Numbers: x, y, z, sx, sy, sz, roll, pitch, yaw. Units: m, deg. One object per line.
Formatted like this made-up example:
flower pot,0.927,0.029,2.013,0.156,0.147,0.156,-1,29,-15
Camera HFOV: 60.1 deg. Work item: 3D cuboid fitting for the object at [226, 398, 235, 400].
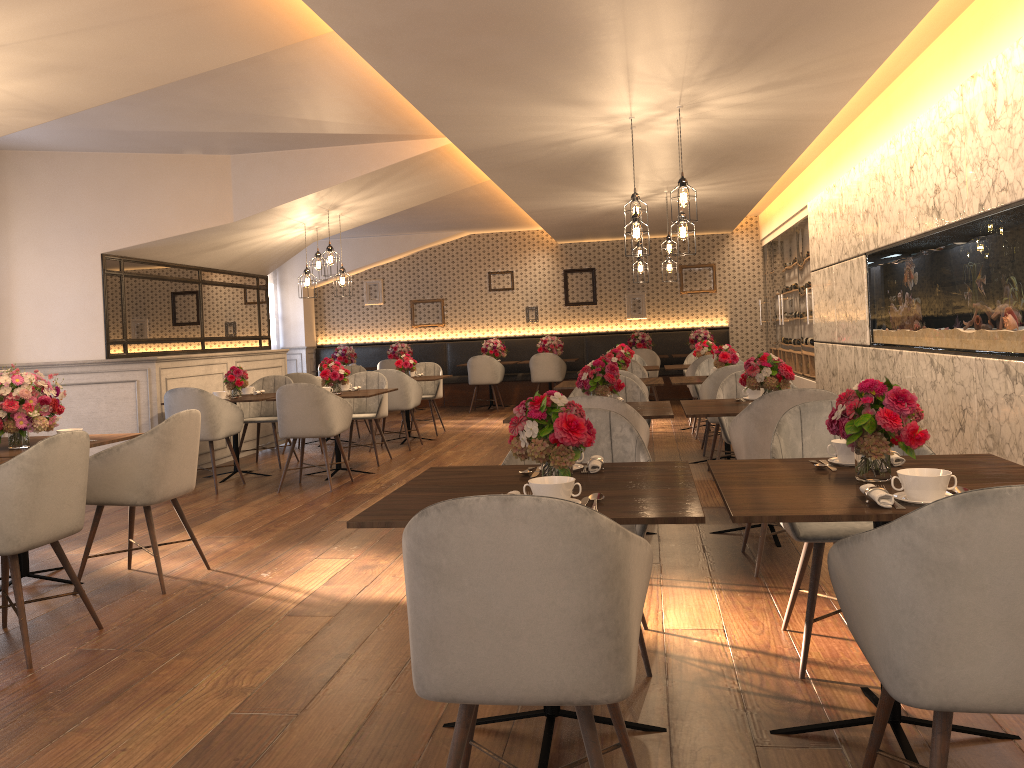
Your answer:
object,-2.454,0.132,7.713,0.022,0.004,0.211,-2,3,9

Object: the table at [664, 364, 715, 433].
table,2.186,0.151,9.934,0.896,0.721,0.898,-2,2,9

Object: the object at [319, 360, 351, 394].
object,-1.554,-0.066,7.815,0.234,0.301,0.306,-2,2,28

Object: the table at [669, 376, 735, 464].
table,1.813,0.309,7.484,0.896,0.721,0.898,-2,2,9

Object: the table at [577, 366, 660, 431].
table,1.238,0.187,10.078,0.896,0.721,0.898,-2,2,9

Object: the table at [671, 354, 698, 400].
table,2.951,-0.100,13.710,0.896,0.721,0.898,-2,2,9

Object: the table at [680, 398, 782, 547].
table,1.425,0.473,4.936,0.896,0.721,0.898,-2,2,9

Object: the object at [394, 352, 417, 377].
object,-1.205,-0.213,10.110,0.234,0.301,0.306,-2,2,28

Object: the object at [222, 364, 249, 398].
object,-2.483,-0.030,7.945,0.234,0.301,0.305,-3,2,-16

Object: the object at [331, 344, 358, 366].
object,-2.749,-0.452,14.497,0.420,0.425,0.405,-4,2,-39

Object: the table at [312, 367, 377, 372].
table,-2.688,0.113,14.570,0.896,0.721,0.898,-2,2,9

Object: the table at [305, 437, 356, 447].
table,-2.148,0.333,10.290,0.896,0.721,0.898,-2,2,9

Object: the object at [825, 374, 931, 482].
object,1.010,0.118,2.487,0.234,0.301,0.305,-3,2,-16

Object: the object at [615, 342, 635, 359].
object,1.255,-0.328,10.112,0.305,0.301,0.234,-3,1,-14

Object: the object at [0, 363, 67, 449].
object,-2.481,0.108,4.443,0.420,0.425,0.406,-3,2,-3

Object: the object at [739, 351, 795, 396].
object,1.428,-0.042,4.943,0.305,0.301,0.234,-2,2,30

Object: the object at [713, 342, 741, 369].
object,1.819,-0.205,7.488,0.234,0.301,0.305,-2,2,10

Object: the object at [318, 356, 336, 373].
object,-2.134,-0.177,10.239,0.234,0.301,0.305,-3,2,-16

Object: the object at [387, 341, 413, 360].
object,-1.813,-0.488,14.349,0.420,0.425,0.406,-3,2,-3

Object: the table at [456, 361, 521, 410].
table,-0.342,0.024,14.212,0.896,0.721,0.898,-2,2,9

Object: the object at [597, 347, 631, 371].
object,0.882,-0.171,7.661,0.305,0.301,0.234,-3,1,-14

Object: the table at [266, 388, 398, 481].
table,-1.550,0.445,7.848,0.896,0.721,0.898,-2,2,9

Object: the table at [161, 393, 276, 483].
table,-2.497,0.481,7.993,0.896,0.721,0.898,-2,2,9

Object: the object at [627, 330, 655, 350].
object,1.988,-0.633,13.772,0.420,0.425,0.405,-4,2,-39

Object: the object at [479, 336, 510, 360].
object,-0.296,-0.550,14.208,0.420,0.425,0.405,-4,2,-38

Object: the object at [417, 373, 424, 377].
object,-1.085,-0.106,10.441,0.056,0.039,0.176,-2,3,9

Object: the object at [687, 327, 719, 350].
object,2.917,-0.669,13.641,0.420,0.425,0.405,-4,2,-38

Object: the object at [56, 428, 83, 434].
object,-2.267,0.270,4.540,0.148,0.072,0.148,-5,3,-39

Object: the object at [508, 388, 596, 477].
object,0.126,0.153,2.615,0.234,0.301,0.305,-3,2,-34

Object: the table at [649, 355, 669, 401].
table,2.004,-0.064,13.855,0.896,0.721,0.898,-2,2,9

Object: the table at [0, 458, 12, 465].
table,-2.678,0.738,3.648,0.896,0.721,0.898,-2,2,9

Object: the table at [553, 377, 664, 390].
table,0.866,0.345,7.628,0.896,0.721,0.898,-2,2,9

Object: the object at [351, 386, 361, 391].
object,-1.434,0.042,8.147,0.056,0.039,0.176,-2,3,9

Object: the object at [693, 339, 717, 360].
object,2.188,-0.362,9.938,0.305,0.301,0.234,-2,2,30

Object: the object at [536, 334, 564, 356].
object,0.609,-0.580,13.969,0.419,0.425,0.406,-2,2,11

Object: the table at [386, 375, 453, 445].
table,-1.200,0.297,10.146,0.896,0.721,0.898,-2,2,9

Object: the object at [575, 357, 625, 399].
object,0.494,-0.007,5.114,0.305,0.301,0.234,-1,2,41

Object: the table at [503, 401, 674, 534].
table,0.478,0.509,5.080,0.896,0.721,0.898,-2,2,9

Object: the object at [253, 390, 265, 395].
object,-2.367,0.077,8.289,0.056,0.039,0.176,-2,3,9

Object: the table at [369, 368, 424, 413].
table,-1.741,0.078,14.426,0.896,0.721,0.898,-2,2,9

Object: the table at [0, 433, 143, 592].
table,-2.536,0.678,4.576,0.896,0.721,0.898,-2,2,9

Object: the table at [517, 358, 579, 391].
table,0.605,-0.011,14.068,0.896,0.721,0.898,-2,2,9

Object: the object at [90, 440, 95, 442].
object,-2.280,0.300,4.620,0.210,0.004,0.022,-2,3,9

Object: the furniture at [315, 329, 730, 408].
furniture,0.045,-0.208,14.797,7.085,1.082,0.542,-2,1,9

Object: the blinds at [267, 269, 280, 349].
blinds,-4.035,-0.842,14.866,0.134,2.699,0.619,-3,0,9

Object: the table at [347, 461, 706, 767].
table,0.105,0.666,2.631,0.896,0.721,0.898,-2,2,9

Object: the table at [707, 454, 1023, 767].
table,1.052,0.630,2.486,0.896,0.721,0.898,-2,2,9
